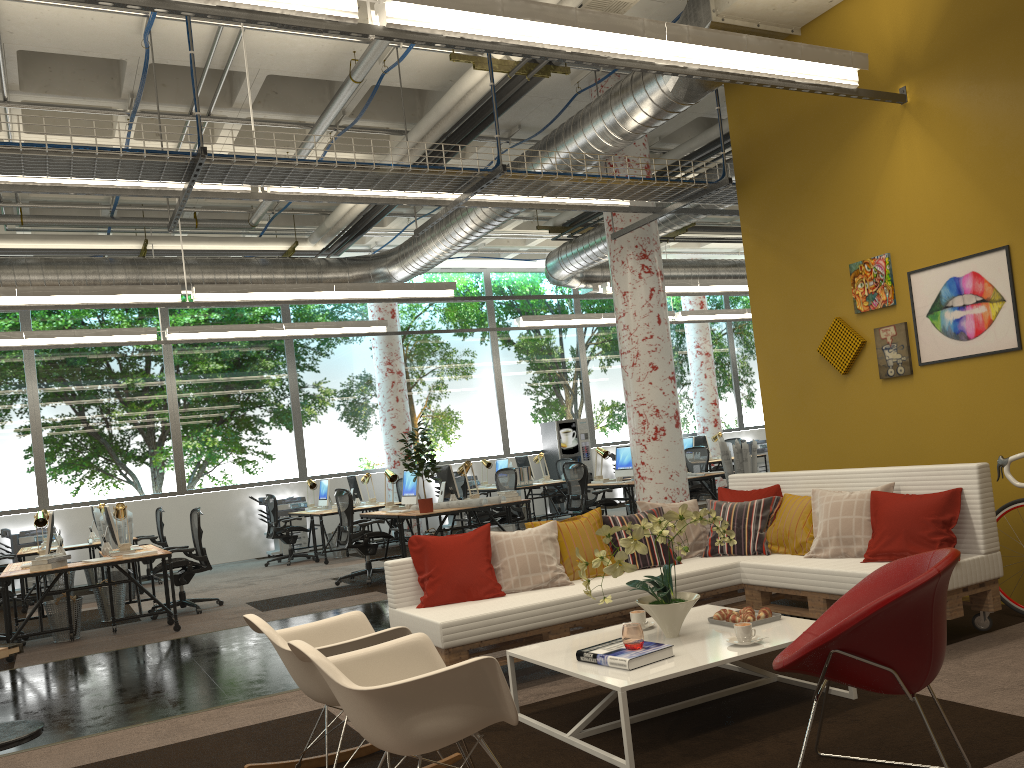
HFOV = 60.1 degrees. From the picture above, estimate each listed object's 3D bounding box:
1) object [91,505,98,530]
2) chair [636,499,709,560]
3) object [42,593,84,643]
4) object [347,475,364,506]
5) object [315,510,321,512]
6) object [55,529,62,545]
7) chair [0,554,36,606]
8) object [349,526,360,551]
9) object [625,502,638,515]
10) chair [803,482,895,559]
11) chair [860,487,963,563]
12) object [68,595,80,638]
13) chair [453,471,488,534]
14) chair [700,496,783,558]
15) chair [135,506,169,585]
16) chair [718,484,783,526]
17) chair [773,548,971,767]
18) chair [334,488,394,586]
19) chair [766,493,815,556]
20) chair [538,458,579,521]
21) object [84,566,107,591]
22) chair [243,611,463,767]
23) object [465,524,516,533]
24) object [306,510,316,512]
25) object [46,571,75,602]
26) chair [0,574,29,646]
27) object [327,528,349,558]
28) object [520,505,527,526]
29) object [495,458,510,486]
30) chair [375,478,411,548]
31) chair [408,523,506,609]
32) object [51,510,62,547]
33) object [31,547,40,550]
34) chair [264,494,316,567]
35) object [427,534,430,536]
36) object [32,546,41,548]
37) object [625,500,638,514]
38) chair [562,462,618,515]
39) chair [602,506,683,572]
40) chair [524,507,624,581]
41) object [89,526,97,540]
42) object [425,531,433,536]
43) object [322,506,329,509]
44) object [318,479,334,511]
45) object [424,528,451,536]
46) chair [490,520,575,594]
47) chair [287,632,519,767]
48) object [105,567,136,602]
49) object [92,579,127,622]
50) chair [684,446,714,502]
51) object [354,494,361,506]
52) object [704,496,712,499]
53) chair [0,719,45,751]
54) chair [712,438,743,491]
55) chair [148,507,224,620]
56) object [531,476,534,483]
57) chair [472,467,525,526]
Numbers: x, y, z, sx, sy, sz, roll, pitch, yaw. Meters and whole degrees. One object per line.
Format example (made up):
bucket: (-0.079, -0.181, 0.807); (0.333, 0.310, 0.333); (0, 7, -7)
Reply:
object: (-5.885, 1.955, 12.502); (0.189, 0.484, 0.486); (-5, -3, -28)
chair: (1.147, 0.988, 6.055); (0.544, 0.437, 0.336); (-5, -3, -23)
object: (-4.225, 2.200, 8.366); (0.352, 0.434, 0.360); (-5, -3, -31)
object: (-2.549, 1.716, 14.258); (0.189, 0.484, 0.486); (-5, -3, -28)
object: (-2.933, 1.921, 13.401); (0.106, 0.029, 0.060); (-4, -4, -27)
object: (-6.318, 2.131, 12.349); (0.101, 0.209, 0.101); (-7, -2, 17)
chair: (-6.768, 2.426, 11.750); (0.791, 1.084, 0.773); (-4, -3, -44)
object: (-2.651, 2.503, 14.511); (0.352, 0.434, 0.360); (-5, -3, -31)
object: (1.739, 1.876, 12.650); (0.119, 0.402, 0.236); (-6, -2, -27)
chair: (2.015, 0.826, 5.295); (0.528, 0.427, 0.311); (-9, -4, 41)
chair: (2.227, 0.792, 4.924); (0.521, 0.394, 0.334); (-9, -4, 40)
object: (-4.152, 2.208, 8.398); (0.119, 0.402, 0.236); (-6, -2, -27)
chair: (-0.678, 1.990, 14.955); (0.791, 1.084, 0.773); (-4, -3, -44)
chair: (1.517, 0.960, 5.902); (0.518, 0.391, 0.357); (-8, -3, 31)
chair: (-5.253, 2.334, 12.756); (0.791, 1.084, 0.773); (-4, -3, -44)
chair: (1.655, 0.926, 6.163); (0.536, 0.436, 0.286); (-9, -3, 35)
chair: (1.219, 0.979, 3.008); (0.638, 0.811, 0.833); (-8, -4, 36)
chair: (-1.705, 1.710, 10.165); (0.791, 1.084, 0.773); (-4, -3, -44)
chair: (1.841, 0.905, 5.661); (0.365, 0.381, 0.523); (-5, -4, -31)
chair: (0.838, 1.897, 15.961); (0.791, 1.084, 0.773); (-4, -3, -44)
object: (-5.987, 2.742, 12.755); (0.352, 0.434, 0.360); (-5, -3, -31)
chair: (-0.709, 1.288, 3.739); (0.792, 0.752, 0.617); (-5, -3, -28)
object: (-0.217, 1.855, 10.096); (0.540, 0.454, 0.222); (-5, -3, -28)
object: (-3.077, 1.966, 13.695); (0.118, 0.017, 0.441); (-4, -5, -28)
object: (-5.961, 2.659, 11.735); (0.352, 0.434, 0.360); (-5, -3, -31)
chair: (-5.032, 1.967, 8.381); (0.791, 1.084, 0.773); (-4, -3, -44)
object: (-2.625, 2.420, 13.491); (0.352, 0.434, 0.360); (-5, -3, -31)
object: (0.203, 2.230, 14.972); (0.119, 0.402, 0.236); (-6, -2, -27)
object: (-0.234, 1.915, 15.485); (0.190, 1.207, 1.082); (-6, -3, -27)
chair: (-1.917, 2.095, 14.512); (0.791, 1.084, 0.773); (-4, -3, -44)
chair: (-0.342, 1.089, 5.279); (0.533, 0.444, 0.302); (-6, -2, -11)
object: (-6.231, 1.957, 12.025); (0.189, 0.484, 0.486); (-5, -3, -28)
object: (-6.269, 2.160, 11.645); (0.106, 0.029, 0.060); (-4, -4, -27)
chair: (-3.432, 2.187, 13.506); (0.791, 1.084, 0.773); (-4, -3, -44)
object: (-0.898, 1.943, 10.150); (0.352, 0.434, 0.360); (-5, -3, -31)
object: (-6.413, 2.205, 11.939); (0.118, 0.017, 0.441); (-4, -5, -28)
object: (1.809, 1.857, 12.682); (0.352, 0.434, 0.360); (-5, -3, -31)
chair: (1.029, 1.541, 11.677); (0.791, 1.084, 0.773); (-4, -3, -44)
chair: (0.819, 1.035, 5.802); (0.522, 0.407, 0.342); (-6, -3, -12)
chair: (0.399, 1.038, 5.651); (0.545, 0.437, 0.317); (-6, -3, -15)
object: (-5.768, 2.055, 12.172); (0.101, 0.209, 0.101); (-7, -2, 17)
object: (-0.995, 2.044, 11.138); (0.119, 0.402, 0.236); (-6, -2, -27)
object: (-2.981, 1.892, 14.104); (0.101, 0.209, 0.101); (-7, -2, 17)
object: (-2.895, 1.718, 13.781); (0.189, 0.484, 0.486); (-5, -3, -28)
object: (-0.924, 2.025, 11.170); (0.352, 0.434, 0.360); (-5, -3, -31)
chair: (0.078, 1.076, 5.447); (0.524, 0.400, 0.332); (-6, -3, -9)
chair: (-0.344, 1.192, 3.035); (0.792, 0.752, 0.617); (-5, -3, -28)
object: (-4.879, 2.516, 11.084); (0.353, 0.398, 0.353); (-7, -3, 17)
object: (-4.251, 2.283, 9.386); (0.352, 0.434, 0.360); (-5, -3, -31)
chair: (2.544, 1.449, 12.683); (0.791, 1.084, 0.773); (-4, -3, -44)
object: (-2.432, 1.816, 13.927); (0.101, 0.209, 0.101); (-7, -2, 17)
object: (3.717, 1.979, 16.821); (0.119, 0.402, 0.236); (-6, -2, -27)
chair: (-1.829, 1.493, 3.148); (0.347, 0.496, 0.337); (-7, -3, 22)
chair: (4.352, 1.646, 17.810); (0.791, 1.084, 0.773); (-4, -3, -44)
chair: (-3.517, 1.875, 9.387); (0.791, 1.084, 0.773); (-4, -3, -44)
object: (0.323, 1.619, 15.376); (0.101, 0.209, 0.101); (-7, -2, 17)
chair: (-0.190, 1.617, 11.171); (0.791, 1.084, 0.773); (-4, -3, -44)
